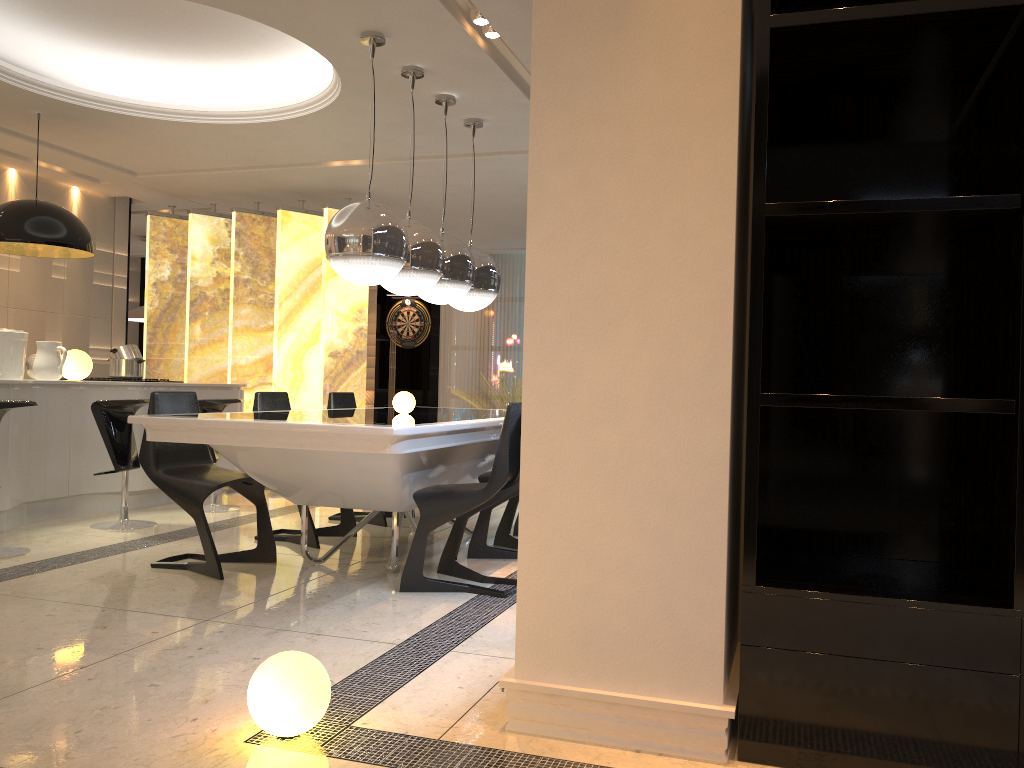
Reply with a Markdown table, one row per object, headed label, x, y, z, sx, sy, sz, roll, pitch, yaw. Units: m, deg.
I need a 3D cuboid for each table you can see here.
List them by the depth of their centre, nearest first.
| label | x | y | z | sx | sy | sz | roll | pitch | yaw |
| --- | --- | --- | --- | --- | --- | --- | --- | --- | --- |
| table | -0.588 | 0.546 | 5.001 | 1.293 | 0.759 | 3.031 | 1 | 0 | 18 |

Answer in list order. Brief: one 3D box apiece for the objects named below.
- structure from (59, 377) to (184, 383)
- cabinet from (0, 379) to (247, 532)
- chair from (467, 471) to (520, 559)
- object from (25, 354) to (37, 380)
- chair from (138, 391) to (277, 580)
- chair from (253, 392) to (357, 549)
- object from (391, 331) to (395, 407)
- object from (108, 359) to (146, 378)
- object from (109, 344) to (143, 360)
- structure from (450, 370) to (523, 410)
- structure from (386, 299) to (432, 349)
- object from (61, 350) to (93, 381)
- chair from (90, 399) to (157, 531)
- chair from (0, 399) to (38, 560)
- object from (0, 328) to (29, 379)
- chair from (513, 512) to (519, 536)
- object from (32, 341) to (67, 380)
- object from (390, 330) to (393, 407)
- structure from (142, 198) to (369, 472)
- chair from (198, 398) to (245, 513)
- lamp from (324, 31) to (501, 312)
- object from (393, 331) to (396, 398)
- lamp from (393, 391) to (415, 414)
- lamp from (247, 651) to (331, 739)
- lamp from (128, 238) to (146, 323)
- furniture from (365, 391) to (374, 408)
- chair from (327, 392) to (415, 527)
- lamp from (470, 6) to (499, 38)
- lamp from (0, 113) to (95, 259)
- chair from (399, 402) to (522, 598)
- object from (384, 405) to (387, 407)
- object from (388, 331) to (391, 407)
| label | x | y | z | sx | sy | sz | roll | pitch | yaw |
| --- | --- | --- | --- | --- | --- | --- | --- | --- | --- |
| structure | -3.036 | -0.033 | 6.926 | 0.502 | 0.026 | 0.811 | 1 | 0 | 18 |
| cabinet | -3.211 | 0.414 | 5.768 | 1.046 | 0.887 | 3.752 | 1 | 0 | 18 |
| chair | 0.072 | 0.515 | 4.895 | 0.496 | 0.858 | 0.523 | 1 | 0 | 18 |
| object | -3.217 | -0.115 | 6.073 | 0.211 | 0.174 | 0.211 | 2 | 0 | -25 |
| chair | -1.487 | 0.471 | 4.374 | 0.496 | 0.858 | 0.523 | 1 | 0 | 18 |
| chair | -1.222 | 0.481 | 5.200 | 0.496 | 0.858 | 0.523 | 1 | 0 | 18 |
| object | -1.532 | 0.116 | 11.369 | 0.027 | 1.605 | 0.026 | 2 | 0 | -34 |
| object | -3.008 | -0.119 | 6.918 | 0.253 | 0.147 | 0.266 | 2 | 0 | -29 |
| object | -3.014 | -0.205 | 6.918 | 0.256 | 0.212 | 0.249 | 2 | 0 | -37 |
| structure | 0.024 | 0.388 | 10.557 | 1.275 | 1.142 | 1.282 | 2 | 0 | -26 |
| structure | -1.382 | -0.806 | 11.852 | 0.669 | 0.669 | 0.048 | 1 | 0 | 18 |
| object | -2.992 | -0.129 | 6.075 | 0.212 | 0.214 | 0.213 | 2 | 0 | -22 |
| chair | -2.394 | 0.484 | 5.496 | 0.380 | 0.789 | 0.380 | 2 | 0 | 0 |
| chair | -2.663 | 0.474 | 4.529 | 0.380 | 0.789 | 0.380 | 2 | 0 | -40 |
| object | -3.311 | -0.196 | 5.766 | 0.288 | 0.330 | 0.288 | 1 | 0 | 35 |
| chair | 0.318 | 0.524 | 5.663 | 0.496 | 0.858 | 0.523 | 1 | 0 | 18 |
| object | -3.045 | -0.152 | 5.854 | 0.211 | 0.254 | 0.183 | 2 | 0 | -20 |
| object | -1.547 | 0.114 | 11.323 | 0.027 | 1.605 | 0.026 | 2 | 0 | -34 |
| structure | -2.375 | -0.390 | 8.133 | 2.180 | 2.555 | 0.448 | 1 | 0 | 18 |
| chair | -2.101 | 0.494 | 6.277 | 0.380 | 0.789 | 0.380 | 2 | 0 | -15 |
| lamp | -0.481 | -1.085 | 5.013 | 0.408 | 1.226 | 1.827 | 1 | 0 | 18 |
| object | -1.517 | 0.117 | 11.414 | 0.027 | 1.605 | 0.026 | 2 | 0 | -34 |
| lamp | -0.598 | 0.103 | 4.912 | 0.125 | 0.125 | 0.125 | 2 | 0 | -22 |
| lamp | -0.584 | 0.811 | 2.326 | 0.213 | 0.214 | 0.212 | 2 | 0 | -33 |
| lamp | -3.951 | -1.251 | 10.685 | 1.578 | 0.995 | 0.939 | 1 | 0 | 18 |
| furniture | -2.321 | 0.497 | 12.741 | 1.312 | 0.810 | 1.107 | 1 | 0 | 18 |
| chair | -0.962 | 0.490 | 6.008 | 0.496 | 0.858 | 0.523 | 1 | 0 | 18 |
| lamp | -0.121 | -1.788 | 4.328 | 0.107 | 0.127 | 0.271 | 1 | 0 | 18 |
| lamp | -3.099 | -1.318 | 5.784 | 0.710 | 0.898 | 0.710 | 1 | 0 | 28 |
| chair | -0.188 | 0.506 | 4.086 | 0.496 | 0.858 | 0.523 | 1 | 0 | 18 |
| object | -1.503 | 0.418 | 11.485 | 0.330 | 0.297 | 0.032 | 1 | 0 | 18 |
| object | -1.561 | 0.114 | 11.277 | 0.027 | 1.605 | 0.026 | 2 | 0 | -34 |
